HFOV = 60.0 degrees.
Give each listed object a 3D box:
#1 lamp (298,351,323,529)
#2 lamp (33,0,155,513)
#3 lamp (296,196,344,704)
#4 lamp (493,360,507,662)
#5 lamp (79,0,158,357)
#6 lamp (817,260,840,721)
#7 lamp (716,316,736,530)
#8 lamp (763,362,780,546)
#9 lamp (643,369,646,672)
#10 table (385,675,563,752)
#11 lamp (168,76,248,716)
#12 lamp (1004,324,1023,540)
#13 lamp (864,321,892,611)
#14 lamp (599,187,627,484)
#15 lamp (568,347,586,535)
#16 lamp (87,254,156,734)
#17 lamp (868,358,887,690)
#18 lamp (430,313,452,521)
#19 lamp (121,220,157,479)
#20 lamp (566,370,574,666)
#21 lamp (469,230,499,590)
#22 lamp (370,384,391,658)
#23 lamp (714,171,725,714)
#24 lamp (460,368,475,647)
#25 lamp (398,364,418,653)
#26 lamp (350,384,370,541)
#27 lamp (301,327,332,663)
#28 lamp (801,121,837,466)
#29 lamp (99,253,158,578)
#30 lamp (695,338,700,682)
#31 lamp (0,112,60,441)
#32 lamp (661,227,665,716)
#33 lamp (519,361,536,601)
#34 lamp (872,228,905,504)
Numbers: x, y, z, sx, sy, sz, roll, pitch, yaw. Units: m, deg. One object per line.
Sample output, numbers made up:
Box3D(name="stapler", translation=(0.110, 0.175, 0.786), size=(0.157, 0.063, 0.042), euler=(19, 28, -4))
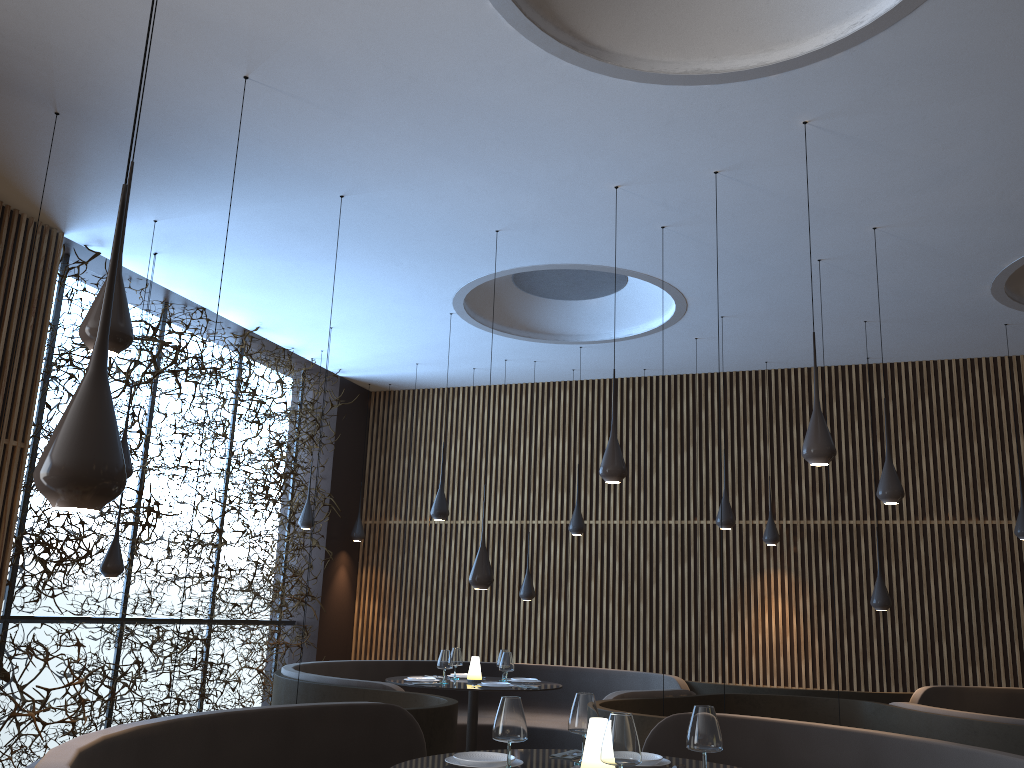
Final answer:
Box3D(name="lamp", translation=(-2.424, 0.660, 10.863), size=(0.196, 2.211, 0.196), euler=(-11, -19, 44))
Box3D(name="lamp", translation=(-0.941, -1.143, 2.369), size=(0.196, 2.943, 0.197), euler=(6, -14, -14))
Box3D(name="lamp", translation=(-1.455, 1.562, 6.233), size=(0.196, 6.239, 0.197), euler=(8, -15, -24))
Box3D(name="lamp", translation=(-0.197, 2.730, 10.481), size=(0.196, 6.239, 0.197), euler=(-7, -16, 34))
Box3D(name="lamp", translation=(-1.533, -1.194, 3.679), size=(0.196, 2.211, 0.197), euler=(-1, -14, 15))
Box3D(name="lamp", translation=(2.585, 1.943, 7.080), size=(0.196, 6.239, 0.197), euler=(-7, -16, 34))
Box3D(name="lamp", translation=(2.169, 0.368, 9.074), size=(0.196, 2.211, 0.197), euler=(1, -13, 5))
Box3D(name="lamp", translation=(3.073, 0.806, 10.603), size=(0.196, 2.211, 0.197), euler=(1, -13, 5))
Box3D(name="lamp", translation=(1.583, 2.846, 10.656), size=(0.196, 6.239, 0.196), euler=(-11, -19, 44))
Box3D(name="table", translation=(-0.377, 3.322, 8.295), size=(1.674, 1.018, 1.681), euler=(7, -15, -18))
Box3D(name="lamp", translation=(-1.753, 1.152, 4.720), size=(0.196, 6.239, 0.197), euler=(8, -15, -24))
Box3D(name="lamp", translation=(5.096, 0.455, 8.970), size=(0.196, 2.211, 0.197), euler=(3, -13, -4))
Box3D(name="lamp", translation=(3.651, 0.774, 8.963), size=(0.196, 2.943, 0.197), euler=(1, -13, 5))
Box3D(name="lamp", translation=(0.739, -0.395, 6.374), size=(0.196, 2.211, 0.196), euler=(11, -16, -33))
Box3D(name="lamp", translation=(0.778, 0.636, 10.298), size=(0.196, 2.211, 0.197), euler=(1, -13, 5))
Box3D(name="lamp", translation=(-3.444, 1.825, 7.526), size=(0.196, 6.239, 0.196), euler=(-11, -19, 44))
Box3D(name="lamp", translation=(4.113, 2.724, 9.817), size=(0.196, 6.239, 0.197), euler=(-7, -16, 34))
Box3D(name="lamp", translation=(-0.699, 0.317, 9.305), size=(0.196, 2.211, 0.197), euler=(1, -13, 5))
Box3D(name="lamp", translation=(-3.074, -0.310, 7.279), size=(0.196, 2.211, 0.196), euler=(11, -16, -33))
Box3D(name="lamp", translation=(0.679, 2.849, 10.801), size=(0.196, 6.239, 0.197), euler=(-7, -16, 34))
Box3D(name="lamp", translation=(-0.182, 0.141, 7.130), size=(0.196, 2.943, 0.197), euler=(-1, -14, 15))
Box3D(name="lamp", translation=(-1.856, 3.037, 11.893), size=(0.196, 6.239, 0.196), euler=(-11, -19, 44))
Box3D(name="lamp", translation=(1.344, 1.515, 5.639), size=(0.196, 6.239, 0.196), euler=(11, -16, -33))
Box3D(name="lamp", translation=(-0.617, 2.831, 10.925), size=(0.196, 6.239, 0.197), euler=(1, -13, 5))
Box3D(name="lamp", translation=(-1.353, 2.771, 10.807), size=(0.196, 6.239, 0.196), euler=(-11, -19, 44))
Box3D(name="lamp", translation=(-2.077, 1.077, 12.396), size=(0.196, 2.211, 0.196), euler=(-11, -19, 44))
Box3D(name="lamp", translation=(-2.197, 2.386, 9.473), size=(0.196, 6.239, 0.196), euler=(-11, -19, 44))
Box3D(name="lamp", translation=(1.839, -0.603, 5.435), size=(0.196, 2.211, 0.196), euler=(11, -16, -33))
Box3D(name="lamp", translation=(-3.359, 0.216, 7.885), size=(0.196, 2.943, 0.196), euler=(11, -16, -33))
Box3D(name="lamp", translation=(1.973, 2.516, 9.346), size=(0.196, 6.239, 0.197), euler=(-7, -16, 34))
Box3D(name="lamp", translation=(-3.161, 1.225, 5.206), size=(0.196, 6.239, 0.197), euler=(3, -13, -4))
Box3D(name="lamp", translation=(1.119, 1.747, 6.552), size=(0.196, 6.239, 0.196), euler=(11, -16, -33))
Box3D(name="lamp", translation=(0.236, 1.144, 10.876), size=(0.196, 2.943, 0.197), euler=(1, -13, 5))
Box3D(name="lamp", translation=(2.879, -0.180, 6.887), size=(0.196, 2.211, 0.196), euler=(11, -16, -33))
